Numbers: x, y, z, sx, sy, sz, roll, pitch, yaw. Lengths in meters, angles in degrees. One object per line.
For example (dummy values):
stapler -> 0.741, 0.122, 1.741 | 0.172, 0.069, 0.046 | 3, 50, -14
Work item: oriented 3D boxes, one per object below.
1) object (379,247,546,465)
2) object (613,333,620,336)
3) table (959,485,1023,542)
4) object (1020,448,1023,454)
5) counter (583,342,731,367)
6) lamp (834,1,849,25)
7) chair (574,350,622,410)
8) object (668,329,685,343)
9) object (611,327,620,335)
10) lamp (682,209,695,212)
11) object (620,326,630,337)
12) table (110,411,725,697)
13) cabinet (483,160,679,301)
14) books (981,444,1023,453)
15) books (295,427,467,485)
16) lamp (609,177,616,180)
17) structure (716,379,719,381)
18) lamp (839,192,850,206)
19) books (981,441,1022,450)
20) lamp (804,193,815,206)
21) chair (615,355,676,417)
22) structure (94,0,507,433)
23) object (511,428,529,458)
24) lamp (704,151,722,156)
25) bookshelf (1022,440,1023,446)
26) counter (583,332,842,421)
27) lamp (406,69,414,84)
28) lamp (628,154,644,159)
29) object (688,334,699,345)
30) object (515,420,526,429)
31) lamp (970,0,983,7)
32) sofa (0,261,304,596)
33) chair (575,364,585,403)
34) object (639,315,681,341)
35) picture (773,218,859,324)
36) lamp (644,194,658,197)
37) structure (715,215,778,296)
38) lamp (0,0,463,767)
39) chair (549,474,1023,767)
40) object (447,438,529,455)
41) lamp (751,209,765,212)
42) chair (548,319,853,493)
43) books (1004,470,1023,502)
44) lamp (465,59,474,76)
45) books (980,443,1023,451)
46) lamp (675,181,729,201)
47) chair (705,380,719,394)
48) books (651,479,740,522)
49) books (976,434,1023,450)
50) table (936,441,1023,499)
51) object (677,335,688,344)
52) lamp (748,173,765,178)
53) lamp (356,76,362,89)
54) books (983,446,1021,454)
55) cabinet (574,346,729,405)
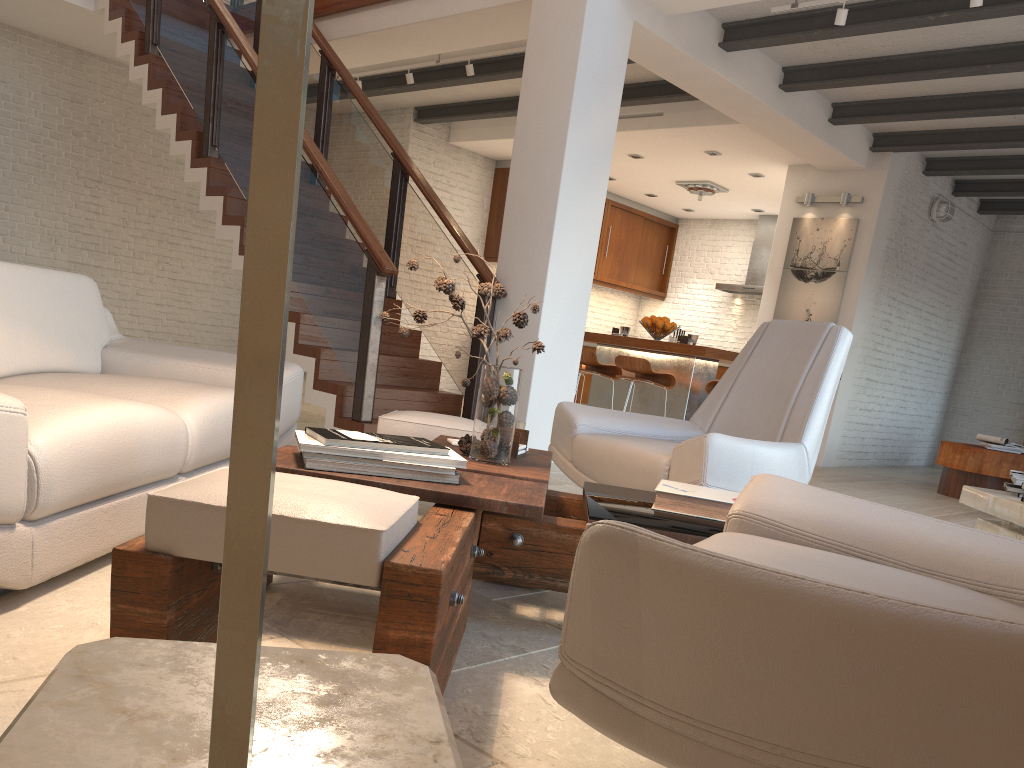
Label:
object -> -0.146, -0.094, 2.532 | 0.538, 0.625, 0.309 | 10, 11, 13
object -> 0.946, -0.425, 7.667 | 0.280, 0.036, 0.205 | 11, 4, 42
table -> 1.631, 0.618, 2.588 | 0.495, 0.518, 0.481 | 9, 8, 2
object -> 4.448, 0.575, 7.535 | 0.144, 0.057, 0.174 | 11, 4, 32
counter -> 1.939, -0.368, 10.878 | 3.437, 0.072, 3.332 | 11, 4, 42
lamp -> 1.869, -2.090, 4.941 | 0.059, 0.132, 0.084 | 11, 10, 13
chair -> 0.613, 0.110, 7.400 | 0.394, 0.797, 0.420 | 18, 14, 42
object -> 2.380, -0.610, 12.576 | 0.313, 0.386, 0.066 | 16, 14, 41
object -> 0.959, -0.451, 7.729 | 0.112, 0.084, 0.094 | 14, 9, 42
lamp -> 2.379, -2.358, 11.735 | 0.121, 0.056, 0.123 | 12, 6, 42
object -> 0.981, -0.454, 7.583 | 0.089, 0.087, 0.091 | 14, 10, 39
table -> 0.164, 0.442, 2.505 | 1.967, 0.441, 2.155 | 9, 3, 3
cabinet -> 1.031, -1.936, 11.564 | 0.448, 1.196, 3.341 | 19, 10, 42
books -> 4.165, 0.547, 7.410 | 0.251, 0.011, 0.312 | 9, 3, 12
books -> -0.325, 0.171, 2.133 | 0.403, 0.076, 0.243 | 8, 4, -16
lamp -> 1.164, -2.478, 10.437 | 0.121, 0.056, 0.123 | 12, 6, 42
structure -> 2.926, 0.257, 11.760 | 0.653, 0.594, 0.499 | 15, 11, 42
lamp -> 3.109, -1.725, 8.142 | 0.080, 0.107, 0.077 | 5, 10, -19
books -> 4.145, 0.523, 7.390 | 0.250, 0.011, 0.313 | 9, 3, 17
lamp -> 2.854, -1.773, 8.372 | 0.080, 0.107, 0.077 | 5, 10, -19
chair -> 1.000, 0.183, 7.052 | 0.394, 0.797, 0.420 | 18, 14, 42
structure -> 0.197, -1.638, 6.093 | 9.907, 4.255, 13.852 | 12, 5, 43
object -> -0.009, 0.184, 2.782 | 0.093, 0.084, 0.112 | 10, 6, 14
lamp -> 1.967, -2.272, 8.514 | 0.121, 0.056, 0.123 | 12, 6, 42
bookshelf -> 6.494, 0.149, 9.482 | 1.282, 2.266, 0.363 | 17, 15, 41
counter -> 1.641, 0.152, 8.077 | 1.644, 0.945, 2.496 | 13, 6, 43
lamp -> -0.868, -2.606, 7.413 | 0.086, 0.133, 0.059 | -1, 14, -44
lamp -> 1.300, -2.397, 9.116 | 0.121, 0.056, 0.123 | 12, 6, 42
object -> 1.480, -0.361, 7.148 | 0.091, 0.087, 0.088 | 4, 9, -32
object -> -0.004, 0.165, 2.921 | 0.091, 0.087, 0.089 | 8, 7, 2
lamp -> 2.389, -1.993, 4.475 | 0.086, 0.133, 0.059 | -1, 14, -44
sofa -> -1.522, 0.020, 2.644 | 1.142, 0.775, 2.275 | 9, 4, 3
chair -> 0.579, 0.071, 8.154 | 0.411, 0.797, 0.403 | 17, 14, 42
object -> 1.256, -0.466, 7.454 | 0.364, 0.228, 0.355 | 9, 6, 8
picture -> 2.926, -1.080, 8.446 | 0.637, 1.045, 0.020 | 17, 15, 41
lamp -> 1.772, -2.418, 11.086 | 0.121, 0.056, 0.123 | 12, 6, 42
structure -> 3.301, -1.686, 11.426 | 0.960, 1.021, 0.455 | 15, 13, 41
lamp -> -0.247, -0.541, 1.168 | 0.321, 2.415, 1.964 | 6, 9, -11
chair -> 0.711, 0.287, 1.306 | 0.967, 1.027, 1.015 | 12, 9, 27
object -> -0.077, 0.194, 2.880 | 0.269, 0.036, 0.245 | 9, 3, 14
lamp -> 3.123, -2.218, 11.064 | 0.121, 0.056, 0.123 | 12, 6, 42
chair -> 0.822, 0.199, 3.584 | 0.976, 1.045, 0.994 | 3, 9, -31
books -> 1.633, 0.323, 2.481 | 0.383, 0.081, 0.563 | 10, 3, 27
lamp -> -0.333, -2.506, 6.931 | 0.086, 0.133, 0.059 | -1, 14, -44
books -> 4.150, 0.534, 7.398 | 0.251, 0.011, 0.312 | 9, 3, 12
lamp -> 2.191, -2.210, 10.107 | 0.439, 0.175, 0.450 | 12, 5, 42
chair -> 1.802, 0.301, 7.050 | 0.411, 0.797, 0.403 | 17, 14, 42
books -> 0.575, 0.340, 2.489 | 0.324, 0.058, 0.250 | 9, 3, 12
books -> 4.193, 0.514, 7.453 | 0.274, 0.112, 0.312 | 7, 4, -15
table -> 4.422, 0.814, 7.903 | 1.834, 0.459, 1.048 | 6, 5, -42
object -> 1.440, -0.360, 7.287 | 0.094, 0.084, 0.111 | 8, 6, -2
lamp -> 2.575, -2.212, 9.164 | 0.121, 0.056, 0.123 | 12, 6, 42
lamp -> -1.388, -2.704, 7.879 | 0.059, 0.132, 0.084 | 11, 10, 13
books -> 4.155, 0.557, 7.399 | 0.249, 0.011, 0.314 | 9, 3, 22
cabinet -> 2.065, -0.909, 11.205 | 4.766, 2.918, 2.209 | 9, 9, 6
